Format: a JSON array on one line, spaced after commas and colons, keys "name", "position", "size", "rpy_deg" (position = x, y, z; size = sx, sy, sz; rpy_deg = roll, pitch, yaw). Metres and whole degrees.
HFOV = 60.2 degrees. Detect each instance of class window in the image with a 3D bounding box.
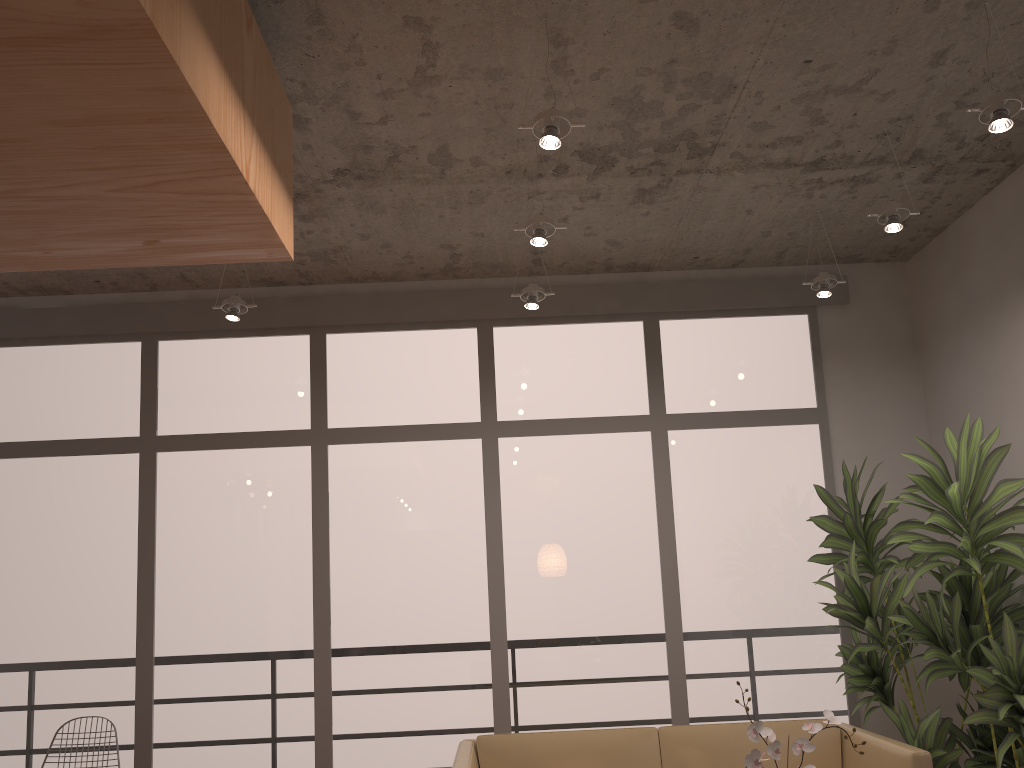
[{"name": "window", "position": [-2.136, 1.114, 5.142], "size": [8.558, 3.232, 0.063], "rpy_deg": [-2, -9, -1]}]

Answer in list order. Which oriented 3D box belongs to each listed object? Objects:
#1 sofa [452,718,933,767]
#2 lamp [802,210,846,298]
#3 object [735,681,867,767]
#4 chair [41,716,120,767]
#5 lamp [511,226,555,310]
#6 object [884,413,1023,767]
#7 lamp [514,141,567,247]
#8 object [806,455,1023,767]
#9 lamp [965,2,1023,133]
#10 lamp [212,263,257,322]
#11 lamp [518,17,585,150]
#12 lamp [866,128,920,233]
[{"name": "sofa", "position": [0.668, 1.858, 3.594], "size": [1.801, 0.825, 0.894], "rpy_deg": [-2, -12, -1]}, {"name": "lamp", "position": [1.630, -0.694, 4.658], "size": [0.199, 0.475, 0.136], "rpy_deg": [4, -11, -33]}, {"name": "object", "position": [0.742, 1.104, 2.368], "size": [0.298, 0.580, 0.377], "rpy_deg": [-2, -10, -7]}, {"name": "chair", "position": [-2.285, 2.188, 4.495], "size": [0.543, 0.887, 0.570], "rpy_deg": [-2, -10, -1]}, {"name": "lamp", "position": [0.101, -0.630, 4.634], "size": [0.199, 0.475, 0.136], "rpy_deg": [4, -11, -33]}, {"name": "object", "position": [2.131, 1.198, 3.771], "size": [0.969, 2.072, 1.094], "rpy_deg": [-5, -10, 12]}, {"name": "lamp", "position": [0.113, -0.834, 3.824], "size": [0.199, 0.475, 0.136], "rpy_deg": [4, -11, -33]}, {"name": "object", "position": [2.106, 1.367, 4.439], "size": [1.085, 2.073, 0.977], "rpy_deg": [-6, -10, 17]}, {"name": "lamp", "position": [1.656, -1.101, 3.037], "size": [0.199, 0.475, 0.136], "rpy_deg": [4, -11, -33]}, {"name": "lamp", "position": [-1.448, -0.565, 4.611], "size": [0.199, 0.475, 0.136], "rpy_deg": [4, -11, -33]}, {"name": "lamp", "position": [0.126, -1.037, 3.013], "size": [0.199, 0.475, 0.136], "rpy_deg": [4, -11, -33]}, {"name": "lamp", "position": [1.643, -0.898, 3.847], "size": [0.199, 0.475, 0.136], "rpy_deg": [4, -11, -33]}]
